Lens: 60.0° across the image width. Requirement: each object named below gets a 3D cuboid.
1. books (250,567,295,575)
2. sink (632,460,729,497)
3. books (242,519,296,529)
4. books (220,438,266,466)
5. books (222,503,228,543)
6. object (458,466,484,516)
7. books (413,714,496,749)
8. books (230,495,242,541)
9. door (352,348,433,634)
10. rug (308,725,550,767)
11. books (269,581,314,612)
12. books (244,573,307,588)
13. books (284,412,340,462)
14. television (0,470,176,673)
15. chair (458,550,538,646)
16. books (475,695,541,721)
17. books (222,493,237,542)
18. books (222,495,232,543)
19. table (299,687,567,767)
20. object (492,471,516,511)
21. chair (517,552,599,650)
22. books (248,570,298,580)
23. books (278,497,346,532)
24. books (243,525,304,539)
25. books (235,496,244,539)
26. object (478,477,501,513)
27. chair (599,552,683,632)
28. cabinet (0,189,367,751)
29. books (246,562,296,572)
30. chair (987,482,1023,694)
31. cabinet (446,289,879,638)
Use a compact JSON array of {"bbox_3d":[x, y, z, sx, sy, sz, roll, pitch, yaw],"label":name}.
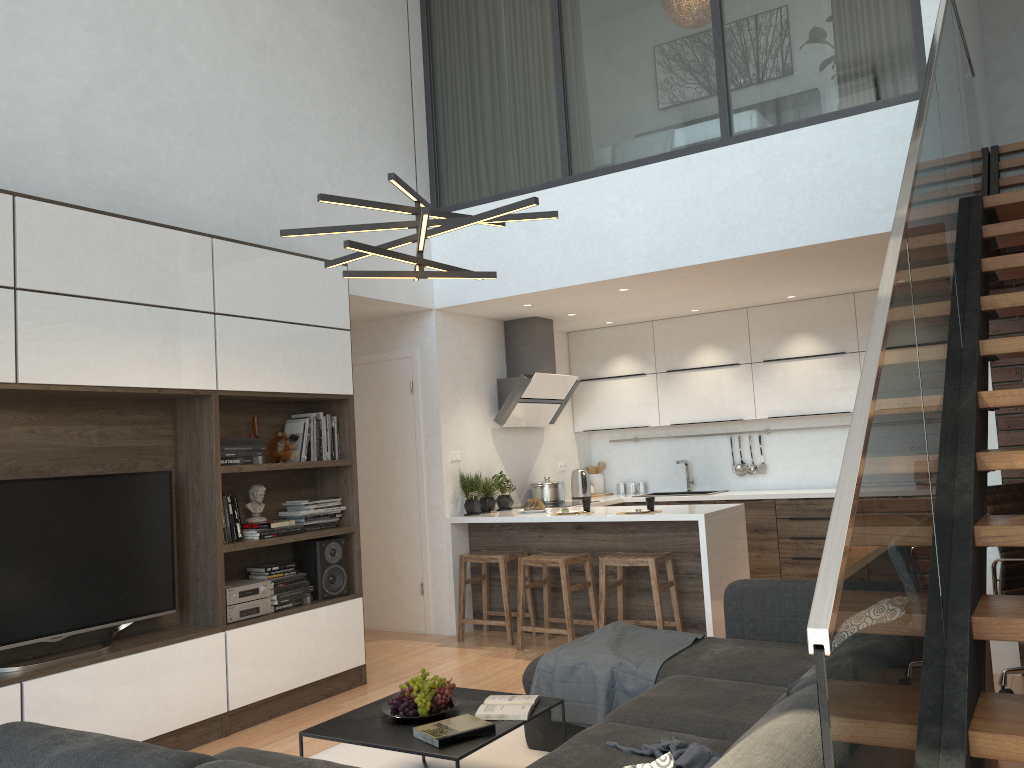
[{"bbox_3d":[-1.321,1.032,4.899,0.142,0.015,0.198,-6,-5,30],"label":"books"},{"bbox_3d":[1.471,0.930,7.758,0.706,0.518,0.512,-6,-5,32],"label":"sink"},{"bbox_3d":[-1.355,0.769,4.858,0.266,0.030,0.209,-6,-5,25],"label":"books"},{"bbox_3d":[-1.517,0.365,4.686,0.277,0.137,0.343,-6,-5,27],"label":"books"},{"bbox_3d":[-1.548,0.704,4.579,0.170,0.236,0.049,-6,-5,32],"label":"books"},{"bbox_3d":[-0.304,0.796,6.633,0.186,0.367,0.196,-6,-5,32],"label":"object"},{"bbox_3d":[-0.199,1.186,3.036,0.225,0.029,0.179,0,-5,-35],"label":"books"},{"bbox_3d":[-1.502,0.703,4.645,0.177,0.242,0.066,-6,-5,31],"label":"books"},{"bbox_3d":[-1.057,0.834,6.871,0.974,2.136,0.085,-6,-5,32],"label":"door"},{"bbox_3d":[-0.280,1.576,3.434,1.606,0.013,2.496,-6,-5,31],"label":"rug"},{"bbox_3d":[-1.284,1.164,4.880,0.248,0.123,0.307,-6,-5,27],"label":"books"},{"bbox_3d":[-1.309,1.083,4.892,0.224,0.042,0.277,-6,-5,27],"label":"books"},{"bbox_3d":[-1.204,0.315,5.222,0.201,0.287,0.332,-6,-5,32],"label":"books"},{"bbox_3d":[-2.003,0.797,3.862,0.229,0.779,1.220,-6,-5,32],"label":"television"},{"bbox_3d":[-0.114,1.494,6.270,0.450,0.600,0.350,-6,-5,32],"label":"chair"},{"bbox_3d":[-0.014,1.199,3.304,0.199,0.025,0.294,-4,-5,11],"label":"books"},{"bbox_3d":[-1.525,0.697,4.625,0.193,0.255,0.066,-6,-5,31],"label":"books"},{"bbox_3d":[-1.530,0.701,4.594,0.169,0.242,0.050,-6,-5,31],"label":"books"},{"bbox_3d":[-0.272,1.386,3.273,0.700,0.323,0.700,-6,-5,32],"label":"table"},{"bbox_3d":[-0.075,0.838,6.976,0.179,0.311,0.172,-8,-6,43],"label":"object"},{"bbox_3d":[0.299,1.438,5.868,0.450,0.600,0.350,-7,-6,37],"label":"chair"},{"bbox_3d":[-1.317,1.051,4.897,0.161,0.023,0.213,-7,-5,35],"label":"books"},{"bbox_3d":[-1.174,0.757,5.156,0.224,0.176,0.374,-6,-5,31],"label":"books"},{"bbox_3d":[-1.334,0.805,4.833,0.250,0.047,0.310,-7,-6,37],"label":"books"},{"bbox_3d":[-1.511,0.711,4.690,0.179,0.233,0.077,-6,-5,32],"label":"books"},{"bbox_3d":[-0.184,0.845,6.813,0.211,0.283,0.221,1,-6,-45],"label":"object"},{"bbox_3d":[0.809,1.390,5.643,0.450,0.600,0.350,-6,-5,29],"label":"chair"},{"bbox_3d":[-2.120,0.457,3.649,0.338,2.494,4.036,-6,-5,32],"label":"cabinet"},{"bbox_3d":[-1.334,1.015,4.910,0.161,0.023,0.213,-7,-5,35],"label":"books"},{"bbox_3d":[2.641,0.963,4.136,0.651,0.991,0.700,-1,-5,-24],"label":"chair"},{"bbox_3d":[1.606,0.514,6.632,3.495,2.401,2.401,-6,-5,32],"label":"cabinet"}]
